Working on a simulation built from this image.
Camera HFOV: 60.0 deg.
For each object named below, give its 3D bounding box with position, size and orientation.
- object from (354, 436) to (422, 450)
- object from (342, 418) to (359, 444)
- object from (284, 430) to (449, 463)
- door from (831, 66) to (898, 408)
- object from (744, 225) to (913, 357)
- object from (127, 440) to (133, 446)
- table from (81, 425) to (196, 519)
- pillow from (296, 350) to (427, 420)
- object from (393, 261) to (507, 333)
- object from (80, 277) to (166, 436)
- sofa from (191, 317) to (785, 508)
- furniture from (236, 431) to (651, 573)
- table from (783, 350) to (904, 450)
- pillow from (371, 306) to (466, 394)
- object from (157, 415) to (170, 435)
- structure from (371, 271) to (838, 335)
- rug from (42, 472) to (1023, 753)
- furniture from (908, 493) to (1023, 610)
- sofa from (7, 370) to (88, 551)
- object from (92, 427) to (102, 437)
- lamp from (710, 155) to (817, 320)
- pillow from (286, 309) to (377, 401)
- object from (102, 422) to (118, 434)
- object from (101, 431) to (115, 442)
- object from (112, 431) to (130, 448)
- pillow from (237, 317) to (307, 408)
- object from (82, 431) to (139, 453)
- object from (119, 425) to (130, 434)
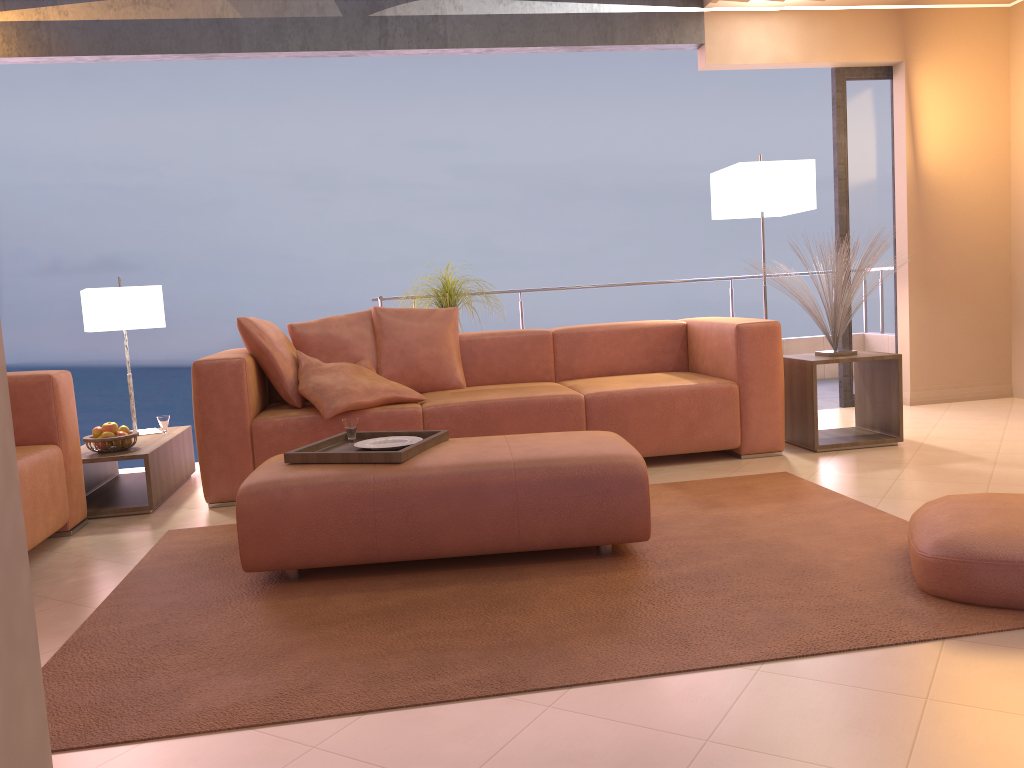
[{"bbox_3d":[-0.431,0.211,3.103,0.240,0.018,0.240,-9,8,-44],"label":"object"},{"bbox_3d":[-0.584,0.172,3.223,0.061,0.091,0.061,-6,6,-24],"label":"object"},{"bbox_3d":[-0.490,0.214,3.070,0.421,0.034,0.436,-2,6,17],"label":"object"},{"bbox_3d":[2.320,-0.936,5.714,0.480,2.160,0.056,-4,6,-8],"label":"door"},{"bbox_3d":[1.619,-0.470,4.570,0.703,0.634,0.700,1,7,38],"label":"object"},{"bbox_3d":[-1.759,0.261,4.052,0.046,0.046,0.055,-7,7,-30],"label":"object"},{"bbox_3d":[-1.844,0.411,4.285,0.412,0.268,0.918,-4,6,-8],"label":"table"},{"bbox_3d":[-0.766,-0.026,4.178,0.517,0.292,0.514,-8,7,-39],"label":"pillow"},{"bbox_3d":[-0.386,-0.214,5.518,0.703,1.088,0.729,-8,7,-39],"label":"object"},{"bbox_3d":[-1.958,-0.143,4.514,0.344,0.799,0.344,-7,6,-30],"label":"object"},{"bbox_3d":[-0.100,0.077,4.527,2.781,0.672,0.943,-4,6,-8],"label":"sofa"},{"bbox_3d":[-0.223,0.366,3.053,1.291,0.301,0.685,-4,6,-3],"label":"furniture"},{"bbox_3d":[1.663,0.069,4.538,0.469,0.436,0.415,-4,6,-8],"label":"table"},{"bbox_3d":[-0.487,-0.182,4.598,0.470,0.468,0.211,-5,6,-13],"label":"pillow"},{"bbox_3d":[-1.746,0.207,4.451,0.061,0.091,0.061,0,7,32],"label":"object"},{"bbox_3d":[1.103,-0.483,6.430,4.176,0.541,1.663,-4,6,-8],"label":"structure"},{"bbox_3d":[0.058,0.570,2.841,2.626,0.005,1.833,-4,6,-8],"label":"rug"},{"bbox_3d":[1.470,0.443,2.432,0.699,0.226,0.659,-1,6,21],"label":"furniture"},{"bbox_3d":[-2.070,0.412,2.352,0.943,0.672,2.781,-4,6,-8],"label":"sofa"},{"bbox_3d":[-1.861,0.215,3.984,0.047,0.046,0.054,-6,6,-22],"label":"object"},{"bbox_3d":[1.503,-0.559,5.273,0.454,1.578,0.454,-4,6,-8],"label":"lamp"},{"bbox_3d":[-0.875,-0.155,4.545,0.492,0.446,0.255,-6,6,-25],"label":"pillow"},{"bbox_3d":[-1.808,0.204,3.988,0.068,0.061,0.069,2,8,43],"label":"object"},{"bbox_3d":[-1.797,0.234,3.945,0.055,0.047,0.045,-7,7,-31],"label":"object"},{"bbox_3d":[-1.761,0.251,3.991,0.074,0.076,0.072,-3,6,1],"label":"object"},{"bbox_3d":[-1.140,-0.110,4.318,0.314,0.455,0.519,-5,6,-12],"label":"pillow"},{"bbox_3d":[-1.811,0.265,4.014,0.235,0.071,0.235,-5,6,-16],"label":"object"},{"bbox_3d":[-1.766,0.215,4.036,0.045,0.053,0.051,-2,6,15],"label":"object"}]
